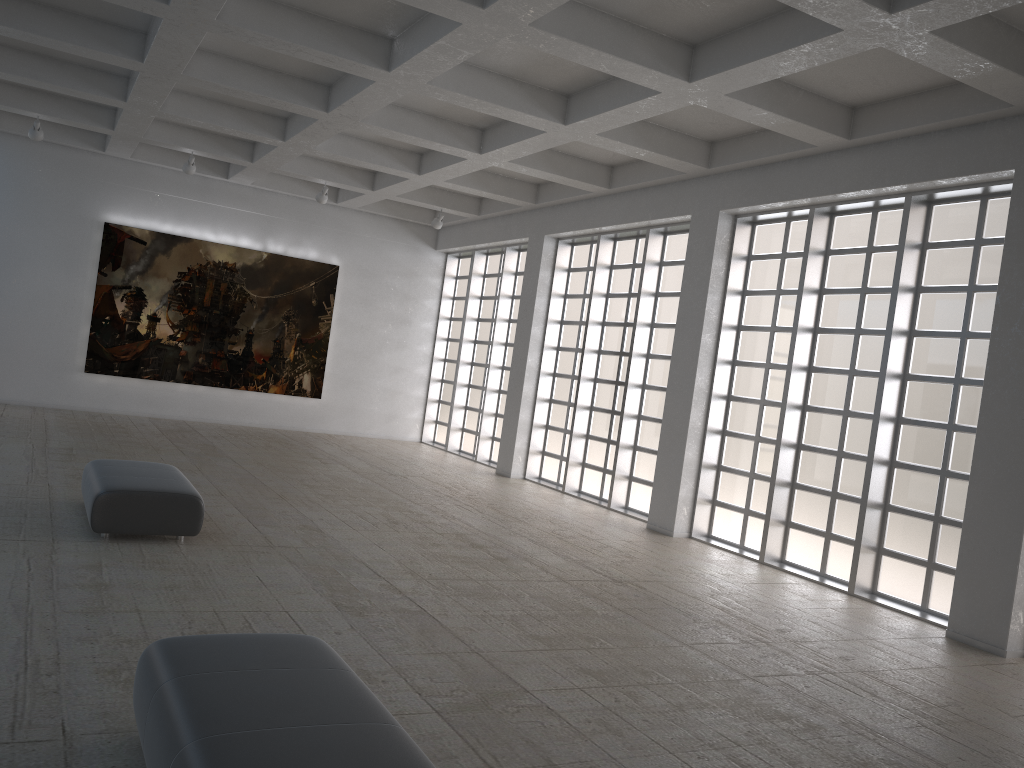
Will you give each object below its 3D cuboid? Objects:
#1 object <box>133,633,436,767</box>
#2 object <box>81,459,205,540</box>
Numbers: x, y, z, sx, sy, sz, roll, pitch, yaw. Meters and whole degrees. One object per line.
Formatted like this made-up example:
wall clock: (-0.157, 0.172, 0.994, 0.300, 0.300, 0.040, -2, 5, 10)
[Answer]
object: (-1.656, 2.590, 6.218, 1.616, 0.828, 3.044, 8, 1, -28)
object: (-6.132, 1.857, 14.588, 1.616, 0.828, 3.044, 8, 1, -28)
